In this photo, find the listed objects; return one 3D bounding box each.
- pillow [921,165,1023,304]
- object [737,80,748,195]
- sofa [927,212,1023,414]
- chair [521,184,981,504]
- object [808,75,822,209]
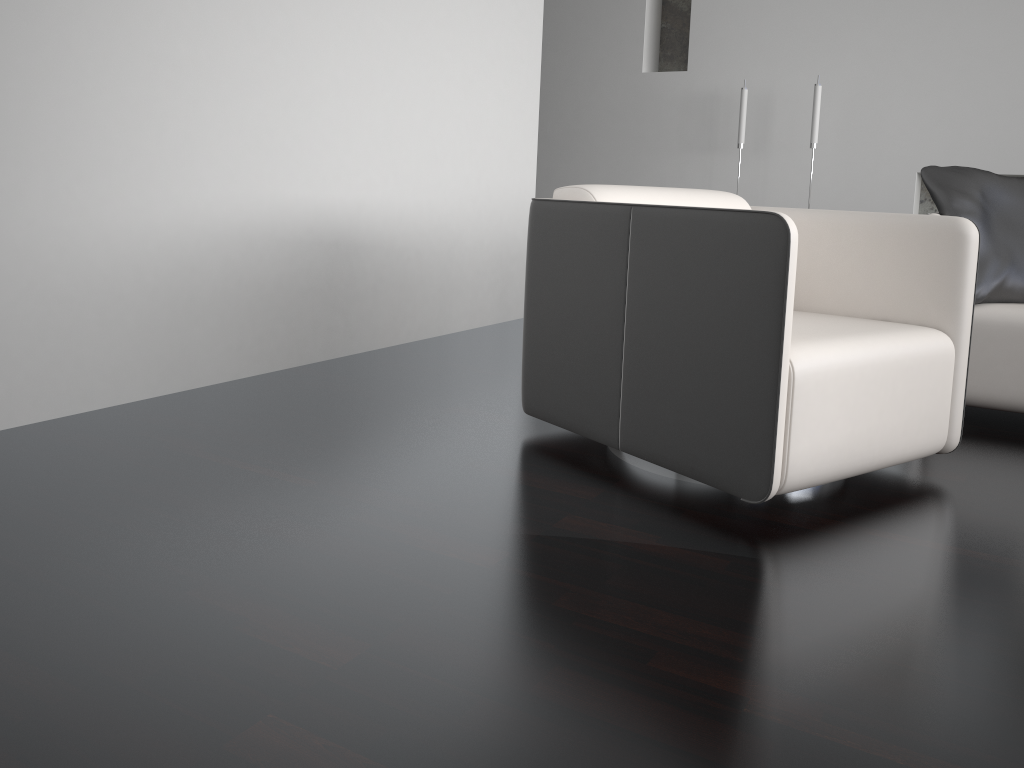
[{"bbox_3d":[1.662,-0.496,2.937,0.565,0.443,0.282,-1,8,-16],"label":"pillow"},{"bbox_3d":[1.373,-1.146,5.365,0.181,1.376,0.181,6,7,30],"label":"object"},{"bbox_3d":[2.496,-0.188,2.707,2.252,0.651,0.930,9,12,27],"label":"sofa"},{"bbox_3d":[0.585,-0.190,2.362,0.770,0.652,0.932,-5,12,-35],"label":"chair"},{"bbox_3d":[1.708,-1.064,5.054,0.181,1.376,0.181,6,7,30],"label":"object"}]
